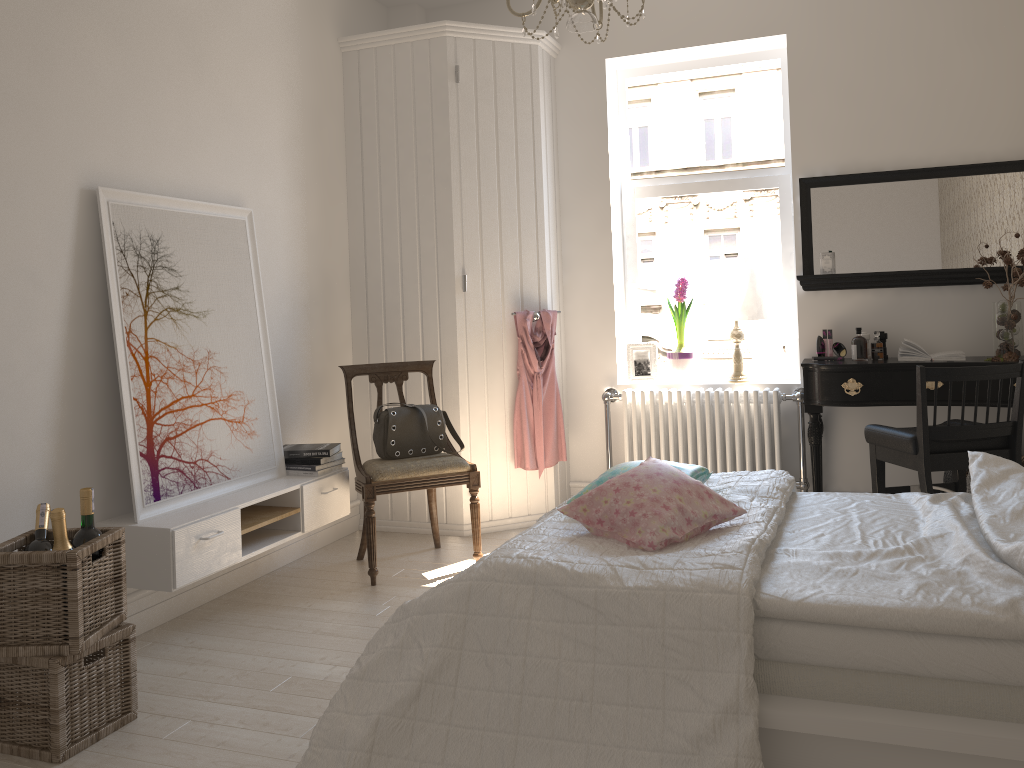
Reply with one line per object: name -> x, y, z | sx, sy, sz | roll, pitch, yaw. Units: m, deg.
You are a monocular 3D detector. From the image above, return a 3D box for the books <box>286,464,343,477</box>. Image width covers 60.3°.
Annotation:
books -> -0.901, 0.374, 3.892 | 0.242, 0.023, 0.192 | 0, 5, 23

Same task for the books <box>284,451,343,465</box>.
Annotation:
books -> -0.900, 0.326, 3.897 | 0.239, 0.028, 0.191 | 0, 5, 19

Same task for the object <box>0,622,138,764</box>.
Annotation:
object -> -1.248, 0.833, 2.446 | 0.275, 0.270, 0.277 | -1, 2, 21

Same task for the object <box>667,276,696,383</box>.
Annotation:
object -> 0.915, -0.297, 4.794 | 0.156, 0.578, 0.157 | -2, 0, 6

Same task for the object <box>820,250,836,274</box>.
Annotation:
object -> 1.573, -0.606, 4.399 | 0.072, 0.121, 0.037 | -2, 0, 26

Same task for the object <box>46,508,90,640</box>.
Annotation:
object -> -1.202, 0.509, 2.388 | 0.094, 0.361, 0.127 | -2, 0, 1

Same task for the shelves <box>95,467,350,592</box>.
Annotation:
shelves -> -1.063, 0.531, 3.486 | 0.367, 0.210, 1.119 | -1, 5, 21

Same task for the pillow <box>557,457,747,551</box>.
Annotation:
pillow -> 0.386, 0.331, 2.443 | 0.395, 0.202, 0.353 | -5, 4, -36

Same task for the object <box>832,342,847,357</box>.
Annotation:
object -> 1.579, -0.161, 4.300 | 0.083, 0.086, 0.080 | -3, 2, -29

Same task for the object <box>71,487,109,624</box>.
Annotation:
object -> -1.201, 0.486, 2.503 | 0.095, 0.378, 0.095 | -2, -1, 38

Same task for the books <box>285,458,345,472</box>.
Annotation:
books -> -0.905, 0.351, 3.903 | 0.258, 0.023, 0.212 | 0, 5, 26

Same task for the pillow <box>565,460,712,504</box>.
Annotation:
pillow -> 0.401, 0.327, 2.731 | 0.362, 0.169, 0.383 | 0, 4, 26

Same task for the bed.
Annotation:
bed -> 0.826, 0.572, 2.478 | 2.209, 0.631, 1.960 | 0, 5, 21

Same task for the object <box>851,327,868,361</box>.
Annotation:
object -> 1.659, -0.190, 4.214 | 0.070, 0.158, 0.070 | -2, 0, 15

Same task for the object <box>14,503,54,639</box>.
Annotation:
object -> -1.323, 0.521, 2.461 | 0.095, 0.332, 0.284 | -2, 1, -19

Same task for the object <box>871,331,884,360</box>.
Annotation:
object -> 1.740, -0.183, 4.208 | 0.054, 0.139, 0.054 | -2, 0, -30

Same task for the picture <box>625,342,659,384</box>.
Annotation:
picture -> 0.712, -0.115, 4.824 | 0.176, 0.226, 0.050 | -2, -1, 1

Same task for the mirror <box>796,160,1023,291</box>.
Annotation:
mirror -> 1.948, -0.754, 4.253 | 1.116, 0.573, 0.066 | -1, 0, 21

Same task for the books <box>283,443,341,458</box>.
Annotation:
books -> -0.908, 0.295, 3.906 | 0.258, 0.032, 0.192 | -2, 5, 4

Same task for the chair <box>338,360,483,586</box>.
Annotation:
chair -> -0.479, 0.360, 4.003 | 0.521, 0.892, 0.537 | -2, 1, -24

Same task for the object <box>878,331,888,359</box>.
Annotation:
object -> 1.797, -0.189, 4.289 | 0.057, 0.134, 0.057 | -2, 0, -18

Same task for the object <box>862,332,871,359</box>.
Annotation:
object -> 1.714, -0.186, 4.292 | 0.057, 0.134, 0.057 | -2, 0, -18

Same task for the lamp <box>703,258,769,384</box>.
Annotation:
lamp -> 1.186, -0.333, 4.670 | 0.339, 0.653, 0.342 | -2, 0, 33

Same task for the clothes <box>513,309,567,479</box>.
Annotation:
clothes -> 0.139, 0.049, 4.581 | 0.330, 0.878, 0.092 | -2, -1, -39

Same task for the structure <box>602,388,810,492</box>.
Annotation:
structure -> 0.986, 0.366, 4.565 | 1.066, 0.683, 0.166 | -1, 0, 21

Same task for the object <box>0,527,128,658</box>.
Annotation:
object -> -1.265, 0.566, 2.440 | 0.276, 0.270, 0.276 | -2, 2, 2

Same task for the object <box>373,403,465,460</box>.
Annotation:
object -> -0.427, 0.202, 3.982 | 0.401, 0.248, 0.212 | -4, 2, -24

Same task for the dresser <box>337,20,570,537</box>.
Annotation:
dresser -> -0.275, -0.560, 4.764 | 1.023, 2.586, 0.702 | -2, 0, 21

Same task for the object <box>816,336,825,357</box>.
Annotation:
object -> 1.519, -0.179, 4.340 | 0.054, 0.120, 0.030 | -2, 0, -31

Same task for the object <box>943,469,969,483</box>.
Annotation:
object -> 2.155, 0.491, 3.985 | 0.367, 0.332, 0.304 | -1, 2, 22

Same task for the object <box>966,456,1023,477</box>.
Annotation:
object -> 2.221, 0.495, 3.958 | 0.394, 0.433, 0.393 | -3, 2, -37

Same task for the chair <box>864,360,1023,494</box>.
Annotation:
chair -> 1.743, 0.335, 3.533 | 0.457, 0.862, 0.457 | -2, 0, -9

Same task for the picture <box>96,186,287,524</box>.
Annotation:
picture -> -1.219, -0.145, 3.437 | 0.163, 1.163, 0.856 | -2, 1, 21

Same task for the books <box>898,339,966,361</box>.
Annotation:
books -> 1.947, -0.161, 4.110 | 0.278, 0.095, 0.227 | 0, 4, 23

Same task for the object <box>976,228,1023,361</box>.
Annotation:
object -> 2.210, -0.379, 3.820 | 0.317, 0.600, 0.542 | -2, 2, -8

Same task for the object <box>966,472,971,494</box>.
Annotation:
object -> 2.185, 0.511, 3.934 | 0.350, 0.356, 0.290 | -3, 2, -30

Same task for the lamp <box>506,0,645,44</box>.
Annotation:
lamp -> 0.196, -1.578, 2.692 | 0.513, 1.006, 0.512 | -2, 0, -9

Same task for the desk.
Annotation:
desk -> 1.933, 0.301, 4.062 | 1.104, 0.824, 0.436 | -1, 1, 21

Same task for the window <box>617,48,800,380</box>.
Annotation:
window -> 1.075, -0.914, 4.884 | 0.948, 1.785, 0.110 | -2, -1, 21
